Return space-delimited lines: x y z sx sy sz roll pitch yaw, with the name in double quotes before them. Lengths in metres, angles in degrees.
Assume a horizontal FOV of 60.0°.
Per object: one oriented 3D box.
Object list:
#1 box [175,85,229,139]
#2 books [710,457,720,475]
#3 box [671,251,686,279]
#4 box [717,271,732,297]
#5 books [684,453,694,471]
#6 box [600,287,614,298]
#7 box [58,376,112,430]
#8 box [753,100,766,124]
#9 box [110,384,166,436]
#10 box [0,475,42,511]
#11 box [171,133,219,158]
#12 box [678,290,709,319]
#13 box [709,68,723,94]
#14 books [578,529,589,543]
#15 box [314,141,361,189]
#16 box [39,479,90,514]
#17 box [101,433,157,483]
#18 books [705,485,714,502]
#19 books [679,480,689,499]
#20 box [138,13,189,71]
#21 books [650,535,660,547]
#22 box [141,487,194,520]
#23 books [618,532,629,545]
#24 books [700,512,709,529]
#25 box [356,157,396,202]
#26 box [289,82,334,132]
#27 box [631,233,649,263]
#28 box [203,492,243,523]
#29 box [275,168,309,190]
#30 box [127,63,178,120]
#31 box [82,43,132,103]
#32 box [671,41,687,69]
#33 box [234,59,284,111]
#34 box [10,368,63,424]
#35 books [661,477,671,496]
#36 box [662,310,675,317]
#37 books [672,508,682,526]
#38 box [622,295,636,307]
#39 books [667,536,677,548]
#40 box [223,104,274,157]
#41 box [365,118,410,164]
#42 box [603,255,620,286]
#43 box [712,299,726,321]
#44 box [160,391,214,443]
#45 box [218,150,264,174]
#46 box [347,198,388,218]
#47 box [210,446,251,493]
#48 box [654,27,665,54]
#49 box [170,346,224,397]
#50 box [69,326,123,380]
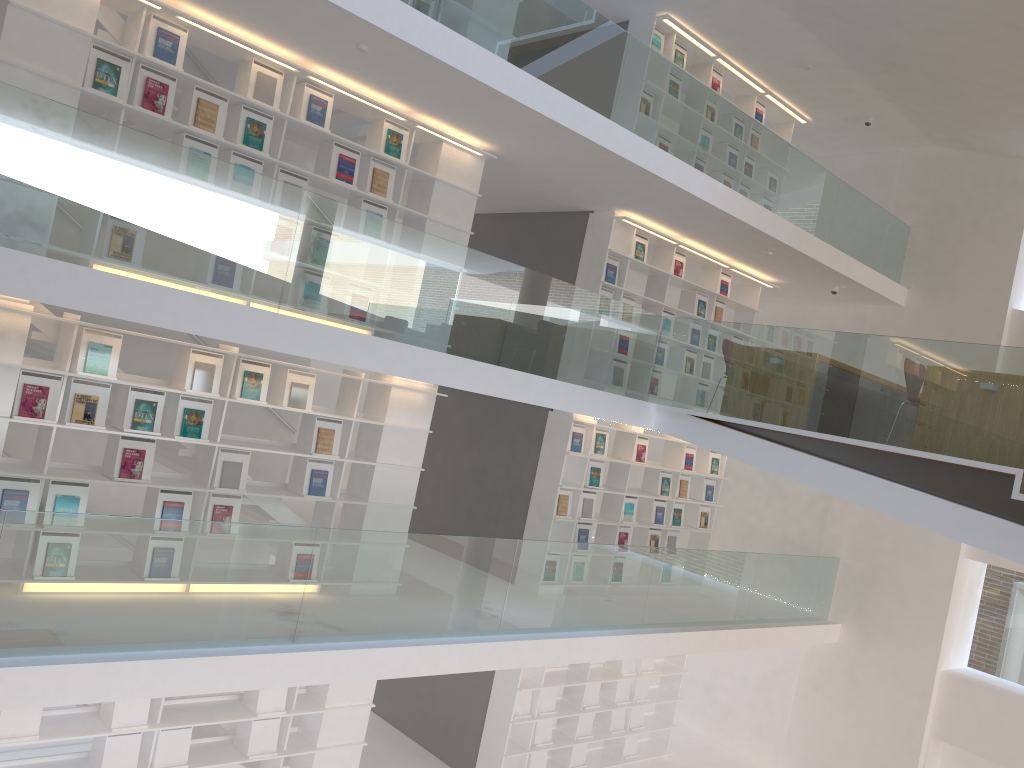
"box" -2.110 -1.842 6.056 0.245 0.296 0.274 13 -1 -43
"books" 2.438 0.995 10.653 0.145 0.210 0.037 13 -1 -43
"box" 1.761 -1.310 9.776 0.245 0.296 0.274 13 -1 -43
"box" 2.417 -1.161 10.406 0.245 0.296 0.274 13 -1 -43
"books" 2.053 0.914 10.287 0.145 0.210 0.037 13 -1 -43
"box" 0.875 -0.835 9.049 0.245 0.296 0.274 13 -1 -43
"box" -2.792 0.116 5.784 0.245 0.296 0.274 13 -1 -43
"box" 2.831 -3.165 10.443 0.245 0.296 0.274 13 -1 -43
"box" -2.526 0.168 6.019 0.245 0.296 0.274 13 -1 -43
"box" -3.131 0.713 5.558 0.245 0.296 0.274 13 -1 -43
"box" -2.175 -1.521 6.051 0.245 0.296 0.274 13 -1 -43
"box" 2.092 -0.897 10.153 0.245 0.296 0.274 13 -1 -43
"box" 2.175 -3.314 9.813 0.245 0.296 0.274 13 -1 -43
"books" 0.737 1.611 9.196 0.145 0.210 0.037 13 -1 -43
"box" -1.330 -1.670 6.801 0.245 0.296 0.274 13 -1 -43
"box" -2.920 0.761 5.760 0.245 0.296 0.274 13 -1 -43
"box" -2.589 0.491 6.016 0.245 0.296 0.274 13 -1 -43
"books" 2.371 1.325 10.645 0.145 0.210 0.037 13 -1 -43
"books" 1.989 1.222 10.281 0.145 0.210 0.037 13 -1 -43
"box" -2.299 -2.222 5.818 0.245 0.296 0.274 13 -1 -43
"books" 1.610 1.815 10.031 0.145 0.210 0.037 13 -1 -43
"box" -2.418 0.874 6.239 0.245 0.296 0.274 13 -1 -43
"books" 1.207 1.721 9.650 0.145 0.210 0.037 13 -1 -43
"books" 2.308 1.643 10.641 0.145 0.210 0.037 13 -1 -43
"box" -1.087 -1.613 7.032 0.245 0.296 0.274 13 -1 -43
"box" -1.494 -2.041 6.587 0.245 0.296 0.274 13 -1 -43
"box" 1.274 -1.417 9.316 0.245 0.296 0.274 13 -1 -43
"box" -2.150 0.934 6.494 0.245 0.296 0.274 13 -1 -43
"box" -1.670 -1.407 6.534 0.245 0.296 0.274 13 -1 -43
"box" -2.374 -1.901 5.821 0.245 0.296 0.274 13 -1 -43
"box" -2.583 -1.950 5.605 0.245 0.296 0.274 13 -1 -43
"box" 1.689 -3.421 9.353 0.245 0.296 0.274 13 -1 -43
"box" -1.792 -2.108 6.302 0.245 0.296 0.274 13 -1 -43
"box" -3.000 0.068 5.567 0.245 0.296 0.274 13 -1 -43
"books" 1.739 1.166 10.043 0.145 0.210 0.037 13 -1 -43
"box" 1.641 -0.662 9.781 0.245 0.296 0.274 13 -1 -43
"books" 1.913 1.550 10.263 0.145 0.210 0.037 13 -1 -43
"box" 1.143 -0.774 9.305 0.245 0.296 0.274 13 -1 -43
"books" 1.847 1.868 10.257 0.145 0.210 0.037 13 -1 -43
"box" -1.863 -1.787 6.291 0.245 0.296 0.274 13 -1 -43
"box" -0.986 -1.927 7.072 0.245 0.296 0.274 13 -1 -43
"box" 0.936 -1.157 9.050 0.245 0.296 0.274 13 -1 -43
"box" 2.350 -0.840 10.400 0.245 0.296 0.274 13 -1 -43
"box" -2.281 0.231 6.254 0.245 0.296 0.274 13 -1 -43
"box" -1.934 -1.466 6.282 0.245 0.296 0.274 13 -1 -43
"box" -1.153 -1.291 7.027 0.245 0.296 0.274 13 -1 -43
"box" -2.087 0.611 6.497 0.245 0.296 0.274 13 -1 -43
"box" 1.406 -3.485 9.082 0.245 0.296 0.274 13 -1 -43
"box" -2.210 -0.090 6.265 0.245 0.296 0.274 13 -1 -43
"box" -2.716 -0.204 5.781 0.245 0.296 0.274 13 -1 -43
